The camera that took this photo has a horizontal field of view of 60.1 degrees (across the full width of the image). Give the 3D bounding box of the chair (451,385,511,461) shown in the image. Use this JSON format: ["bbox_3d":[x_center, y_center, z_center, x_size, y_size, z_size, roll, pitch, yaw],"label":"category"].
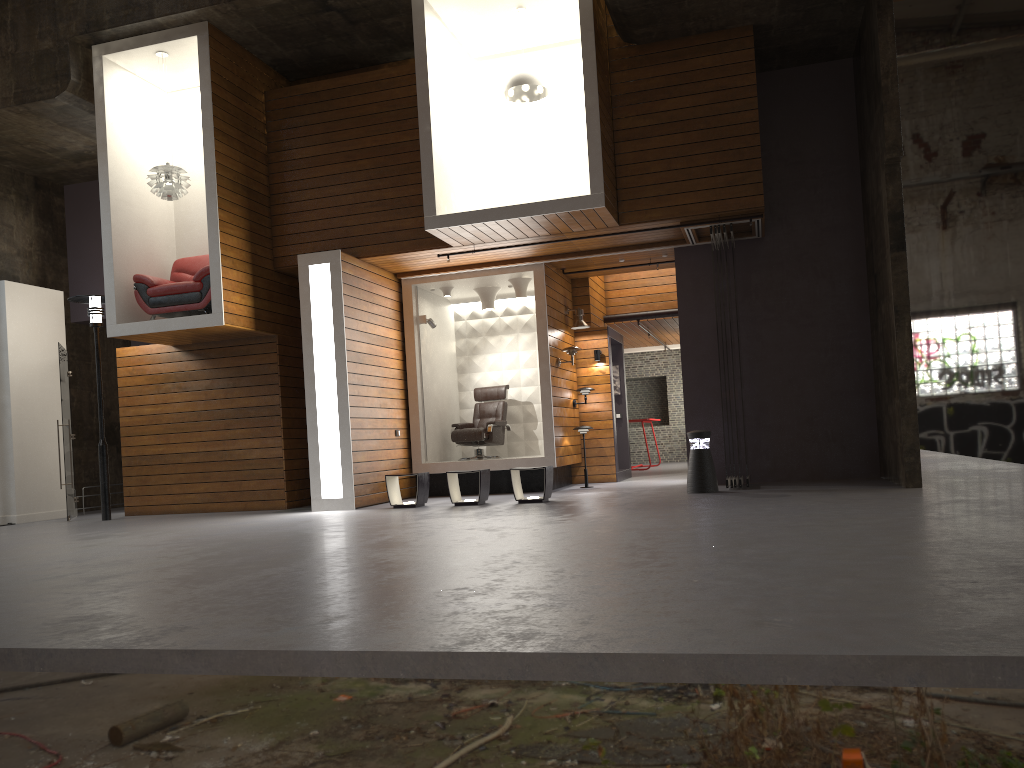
[{"bbox_3d":[-0.451,0.558,12.904,0.756,1.070,0.825,-5,-2,31],"label":"chair"}]

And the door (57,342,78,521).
[{"bbox_3d":[-5.997,0.664,11.971,0.146,2.302,1.288,-3,-2,-21],"label":"door"}]

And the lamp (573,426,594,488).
[{"bbox_3d":[1.001,0.994,12.172,0.287,0.861,0.288,-3,-1,2],"label":"lamp"}]

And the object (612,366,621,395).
[{"bbox_3d":[1.557,-0.048,14.387,0.380,0.478,0.048,-4,-1,16],"label":"object"}]

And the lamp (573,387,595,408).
[{"bbox_3d":[1.048,0.188,12.848,0.327,0.296,0.288,-4,-2,16],"label":"lamp"}]

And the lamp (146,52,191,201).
[{"bbox_3d":[-4.162,-3.107,10.649,0.511,1.772,0.488,-3,-1,-20],"label":"lamp"}]

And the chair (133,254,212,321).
[{"bbox_3d":[-3.901,-1.211,10.960,1.201,0.936,0.953,-4,-2,16],"label":"chair"}]

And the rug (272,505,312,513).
[{"bbox_3d":[-2.458,1.581,11.472,0.541,0.014,1.579,-4,-4,16],"label":"rug"}]

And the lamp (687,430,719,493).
[{"bbox_3d":[2.108,0.860,9.889,0.348,0.695,0.348,-4,-2,22],"label":"lamp"}]

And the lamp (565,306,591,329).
[{"bbox_3d":[0.948,-0.967,12.729,0.346,0.331,0.294,-4,-2,18],"label":"lamp"}]

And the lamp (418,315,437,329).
[{"bbox_3d":[-1.162,-0.859,12.235,0.248,0.188,0.129,-3,-2,-15],"label":"lamp"}]

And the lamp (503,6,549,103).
[{"bbox_3d":[0.130,-3.812,10.142,0.531,0.986,0.530,-4,-2,28],"label":"lamp"}]

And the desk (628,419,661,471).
[{"bbox_3d":[2.481,1.218,17.714,0.845,0.984,1.718,-4,-3,16],"label":"desk"}]

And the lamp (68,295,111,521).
[{"bbox_3d":[-5.238,0.340,11.287,0.629,2.945,0.631,-3,-1,-33],"label":"lamp"}]

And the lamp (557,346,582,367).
[{"bbox_3d":[0.784,-0.376,11.999,0.352,0.271,0.288,-4,-3,16],"label":"lamp"}]
